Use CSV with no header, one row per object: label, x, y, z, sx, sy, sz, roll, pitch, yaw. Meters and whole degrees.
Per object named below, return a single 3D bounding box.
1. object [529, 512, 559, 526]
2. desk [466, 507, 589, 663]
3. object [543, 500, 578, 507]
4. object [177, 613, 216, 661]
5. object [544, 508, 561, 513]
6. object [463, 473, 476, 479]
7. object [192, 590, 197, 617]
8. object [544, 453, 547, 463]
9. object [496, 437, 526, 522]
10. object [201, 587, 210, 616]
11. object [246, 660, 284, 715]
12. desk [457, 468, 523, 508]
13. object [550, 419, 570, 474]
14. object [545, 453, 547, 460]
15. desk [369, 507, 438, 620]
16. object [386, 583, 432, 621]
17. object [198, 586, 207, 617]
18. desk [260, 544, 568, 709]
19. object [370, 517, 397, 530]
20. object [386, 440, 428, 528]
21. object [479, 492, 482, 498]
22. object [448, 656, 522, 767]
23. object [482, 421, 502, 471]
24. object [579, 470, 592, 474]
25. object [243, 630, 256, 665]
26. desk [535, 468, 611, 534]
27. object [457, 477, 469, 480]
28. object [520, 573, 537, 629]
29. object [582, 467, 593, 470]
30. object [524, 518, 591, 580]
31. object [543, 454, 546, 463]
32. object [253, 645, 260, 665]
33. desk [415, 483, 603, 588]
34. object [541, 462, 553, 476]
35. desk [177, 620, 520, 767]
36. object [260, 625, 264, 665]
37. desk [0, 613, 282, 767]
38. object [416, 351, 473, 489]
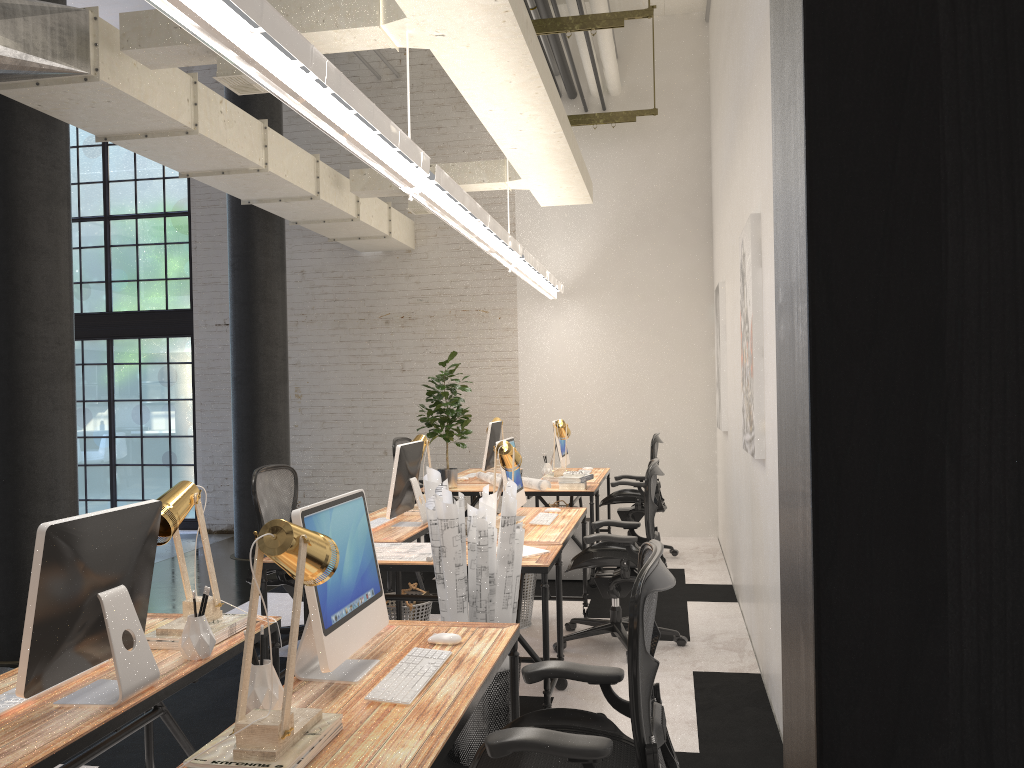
object,0.192,0.801,5.270,0.118,0.017,0.439,-1,0,10
desk,0.119,1.173,5.177,0.529,0.724,1.401,-1,0,10
object,0.452,1.316,8.313,0.353,0.435,0.358,-1,0,7
object,-0.935,0.750,2.631,0.101,0.127,0.101,-1,0,-35
object,0.257,0.796,5.592,0.106,0.029,0.059,-1,0,11
object,-0.356,0.812,7.879,0.118,0.017,0.439,-1,0,10
object,-0.931,0.707,2.616,0.008,0.207,0.054,-1,0,-7
object,0.302,0.701,7.642,0.054,0.207,0.008,-1,0,-25
object,-0.027,0.573,5.332,0.189,0.485,0.483,-1,0,10
object,-0.923,0.708,2.639,0.054,0.207,0.008,-1,0,-3
object,-0.606,0.739,2.152,0.101,0.127,0.101,-1,0,-35
desk,-0.267,1.182,7.977,0.529,0.724,1.401,-1,0,10
object,0.419,0.564,7.977,0.189,0.485,0.483,-1,0,10
object,0.299,0.701,7.671,0.008,0.207,0.054,-1,0,-7
desk,-0.714,1.192,5.332,0.529,0.724,1.401,-1,0,10
object,-0.595,1.331,4.843,0.353,0.435,0.358,-1,0,7
object,-0.934,0.708,2.645,0.054,0.207,0.008,-1,0,-25
desk,-0.462,1.178,4.297,1.401,0.724,0.529,-1,0,10
object,-0.803,0.822,5.234,0.118,0.017,0.439,-1,0,10
object,-0.593,0.584,5.168,0.189,0.485,0.483,-1,0,10
object,-0.155,0.711,5.003,0.054,0.207,0.008,-1,0,-3
object,-0.134,1.342,3.663,0.353,0.398,0.353,-1,0,-35
object,-0.147,0.574,7.812,0.189,0.485,0.483,-1,0,10
object,0.639,0.792,7.915,0.118,0.017,0.439,-1,0,10
object,-0.619,0.698,2.143,0.054,0.207,0.008,-1,0,-3
desk,0.565,1.163,7.822,0.529,0.724,1.401,-1,0,10
object,-0.421,0.804,7.557,0.106,0.029,0.059,-1,0,11
object,0.006,1.325,5.668,0.353,0.435,0.358,-1,0,7
object,0.703,0.786,8.236,0.106,0.029,0.059,-1,0,11
object,0.360,1.300,7.025,0.544,0.455,0.221,-1,0,10
object,0.291,0.702,7.648,0.054,0.207,0.008,-1,0,-3
object,-0.608,0.697,2.137,0.054,0.207,0.008,-1,0,-25
desk,-0.016,1.168,6.942,1.401,0.724,0.529,-1,0,10
object,0.305,0.743,7.657,0.101,0.127,0.101,-1,0,-35
desk,-0.346,1.160,2.317,0.529,0.724,1.401,-1,0,10
object,-0.612,0.697,2.166,0.008,0.207,0.054,-1,0,-7
desk,-1.178,1.178,2.472,0.529,0.724,1.401,-1,0,10
object,-0.526,0.280,6.997,0.438,1.077,0.513,-1,0,1
